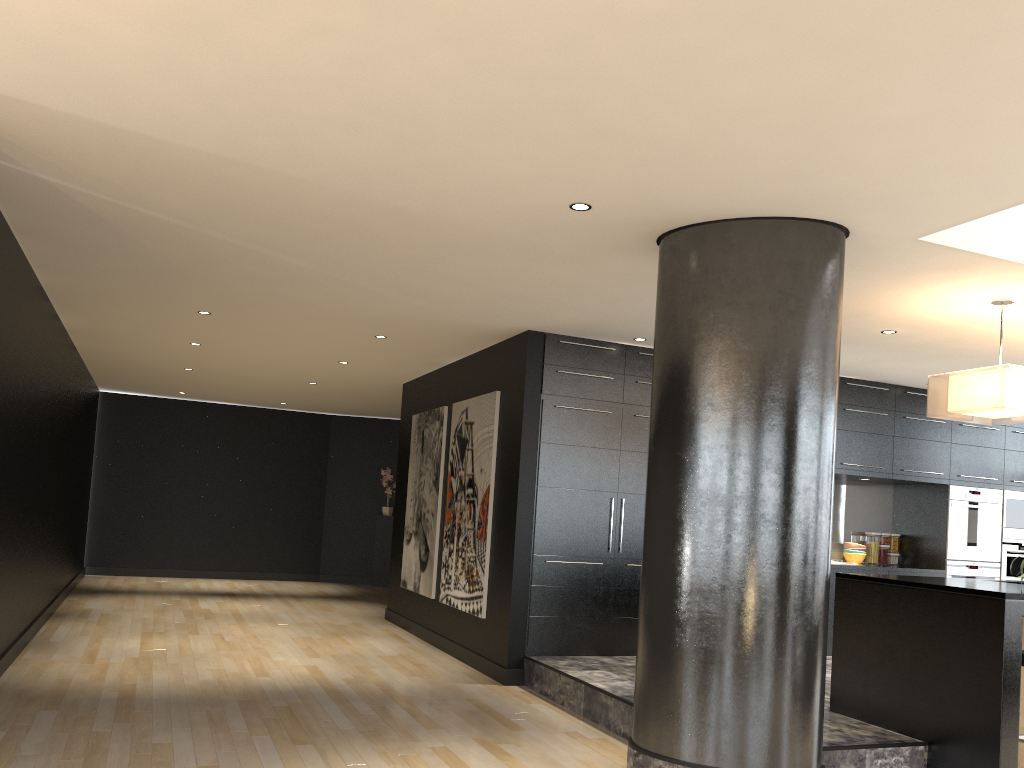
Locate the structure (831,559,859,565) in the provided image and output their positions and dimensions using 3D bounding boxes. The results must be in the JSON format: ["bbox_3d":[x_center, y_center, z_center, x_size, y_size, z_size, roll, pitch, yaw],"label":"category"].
[{"bbox_3d":[2.674,1.639,8.180,0.903,0.066,0.523,7,-9,-22],"label":"structure"}]

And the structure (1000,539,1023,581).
[{"bbox_3d":[5.123,1.781,8.803,0.680,0.442,0.070,6,-4,-22],"label":"structure"}]

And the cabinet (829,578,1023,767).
[{"bbox_3d":[3.628,1.823,5.468,3.125,1.030,1.185,7,-7,-22],"label":"cabinet"}]

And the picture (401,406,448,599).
[{"bbox_3d":[-0.896,1.211,9.099,0.077,1.860,1.160,5,-5,-21],"label":"picture"}]

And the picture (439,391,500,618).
[{"bbox_3d":[-0.368,1.053,7.796,0.077,1.860,1.160,5,-5,-21],"label":"picture"}]

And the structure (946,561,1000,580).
[{"bbox_3d":[4.438,2.072,8.526,0.703,0.702,0.086,6,-4,-22],"label":"structure"}]

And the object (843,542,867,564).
[{"bbox_3d":[3.377,1.669,8.704,0.205,0.204,0.186,6,-6,-21],"label":"object"}]

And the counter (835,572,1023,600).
[{"bbox_3d":[3.662,1.293,5.495,3.125,0.031,1.186,7,-9,-22],"label":"counter"}]

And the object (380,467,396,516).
[{"bbox_3d":[-1.994,1.746,14.340,0.338,0.781,0.230,3,-3,7],"label":"object"}]

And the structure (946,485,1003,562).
[{"bbox_3d":[4.484,1.358,8.563,0.703,0.702,0.086,6,-4,-22],"label":"structure"}]

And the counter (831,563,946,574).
[{"bbox_3d":[2.666,1.664,8.197,2.870,0.033,0.734,7,-9,-22],"label":"counter"}]

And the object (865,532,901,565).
[{"bbox_3d":[3.719,1.656,8.869,0.366,0.313,0.114,6,-4,-22],"label":"object"}]

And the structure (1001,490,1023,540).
[{"bbox_3d":[5.153,1.321,8.826,0.678,0.471,0.027,6,-4,-22],"label":"structure"}]

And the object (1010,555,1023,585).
[{"bbox_3d":[2.966,1.031,4.942,0.406,0.237,0.401,3,-7,3],"label":"object"}]

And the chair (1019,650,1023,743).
[{"bbox_3d":[2.832,1.691,4.649,0.477,0.957,0.521,5,-4,-22],"label":"chair"}]

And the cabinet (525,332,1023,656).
[{"bbox_3d":[2.705,1.210,8.198,5.746,2.509,0.731,7,-4,-22],"label":"cabinet"}]
